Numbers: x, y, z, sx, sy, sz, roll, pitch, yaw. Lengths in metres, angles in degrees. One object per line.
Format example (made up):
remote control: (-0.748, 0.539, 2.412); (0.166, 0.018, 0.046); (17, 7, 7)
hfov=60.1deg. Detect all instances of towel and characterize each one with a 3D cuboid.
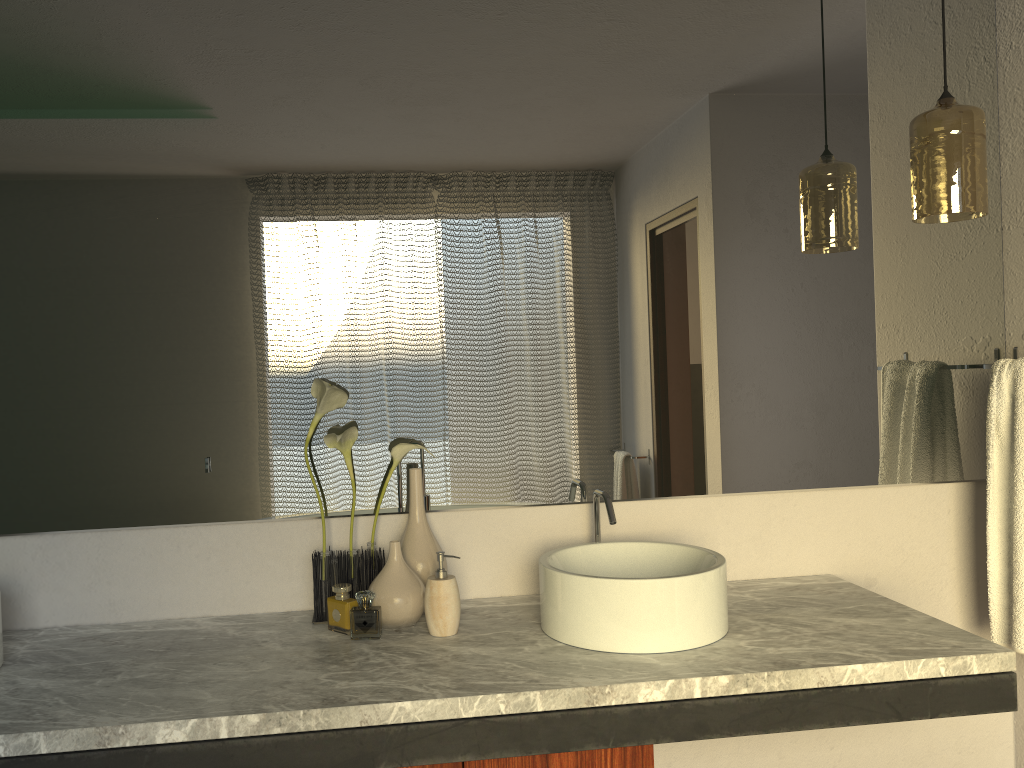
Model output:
towel: (1.118, 0.260, 1.874); (0.162, 0.636, 0.255); (-2, 1, 9)

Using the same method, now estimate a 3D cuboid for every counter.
counter: (-0.315, 0.541, 1.641); (2.245, 0.101, 0.591); (-2, 1, -7)

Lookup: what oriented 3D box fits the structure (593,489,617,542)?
structure: (0.175, 0.348, 1.880); (0.066, 0.242, 0.165); (-2, 1, -6)

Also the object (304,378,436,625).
object: (-0.302, 0.236, 1.841); (0.238, 0.504, 0.192); (-3, 1, -30)

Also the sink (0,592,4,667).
sink: (-1.099, 0.456, 1.558); (0.356, 0.131, 0.359); (-2, 1, -6)

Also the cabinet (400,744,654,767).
cabinet: (-0.112, 0.879, 1.707); (0.655, 0.599, 0.515); (-2, 1, -8)

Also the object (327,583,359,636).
object: (-0.335, 0.444, 1.752); (0.067, 0.092, 0.038); (-1, 1, 42)

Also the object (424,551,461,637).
object: (-0.136, 0.404, 1.715); (0.069, 0.158, 0.072); (-2, 1, -26)

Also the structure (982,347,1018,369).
structure: (1.166, -0.041, 1.887); (0.101, 0.088, 0.372); (-2, 1, -10)

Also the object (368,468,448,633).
object: (-0.216, 0.333, 1.820); (0.122, 0.305, 0.236); (-2, 1, 17)

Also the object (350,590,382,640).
object: (-0.281, 0.441, 1.699); (0.057, 0.090, 0.039); (-2, 1, 2)

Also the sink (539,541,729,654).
sink: (0.233, 0.403, 1.721); (0.349, 0.131, 0.365); (-3, 1, -31)

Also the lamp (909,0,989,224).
lamp: (0.888, -0.776, 1.823); (0.142, 0.867, 0.135); (-2, 1, 34)

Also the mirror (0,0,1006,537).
mirror: (-0.847, -0.268, 1.860); (4.054, 1.152, 0.017); (-2, 1, -7)
